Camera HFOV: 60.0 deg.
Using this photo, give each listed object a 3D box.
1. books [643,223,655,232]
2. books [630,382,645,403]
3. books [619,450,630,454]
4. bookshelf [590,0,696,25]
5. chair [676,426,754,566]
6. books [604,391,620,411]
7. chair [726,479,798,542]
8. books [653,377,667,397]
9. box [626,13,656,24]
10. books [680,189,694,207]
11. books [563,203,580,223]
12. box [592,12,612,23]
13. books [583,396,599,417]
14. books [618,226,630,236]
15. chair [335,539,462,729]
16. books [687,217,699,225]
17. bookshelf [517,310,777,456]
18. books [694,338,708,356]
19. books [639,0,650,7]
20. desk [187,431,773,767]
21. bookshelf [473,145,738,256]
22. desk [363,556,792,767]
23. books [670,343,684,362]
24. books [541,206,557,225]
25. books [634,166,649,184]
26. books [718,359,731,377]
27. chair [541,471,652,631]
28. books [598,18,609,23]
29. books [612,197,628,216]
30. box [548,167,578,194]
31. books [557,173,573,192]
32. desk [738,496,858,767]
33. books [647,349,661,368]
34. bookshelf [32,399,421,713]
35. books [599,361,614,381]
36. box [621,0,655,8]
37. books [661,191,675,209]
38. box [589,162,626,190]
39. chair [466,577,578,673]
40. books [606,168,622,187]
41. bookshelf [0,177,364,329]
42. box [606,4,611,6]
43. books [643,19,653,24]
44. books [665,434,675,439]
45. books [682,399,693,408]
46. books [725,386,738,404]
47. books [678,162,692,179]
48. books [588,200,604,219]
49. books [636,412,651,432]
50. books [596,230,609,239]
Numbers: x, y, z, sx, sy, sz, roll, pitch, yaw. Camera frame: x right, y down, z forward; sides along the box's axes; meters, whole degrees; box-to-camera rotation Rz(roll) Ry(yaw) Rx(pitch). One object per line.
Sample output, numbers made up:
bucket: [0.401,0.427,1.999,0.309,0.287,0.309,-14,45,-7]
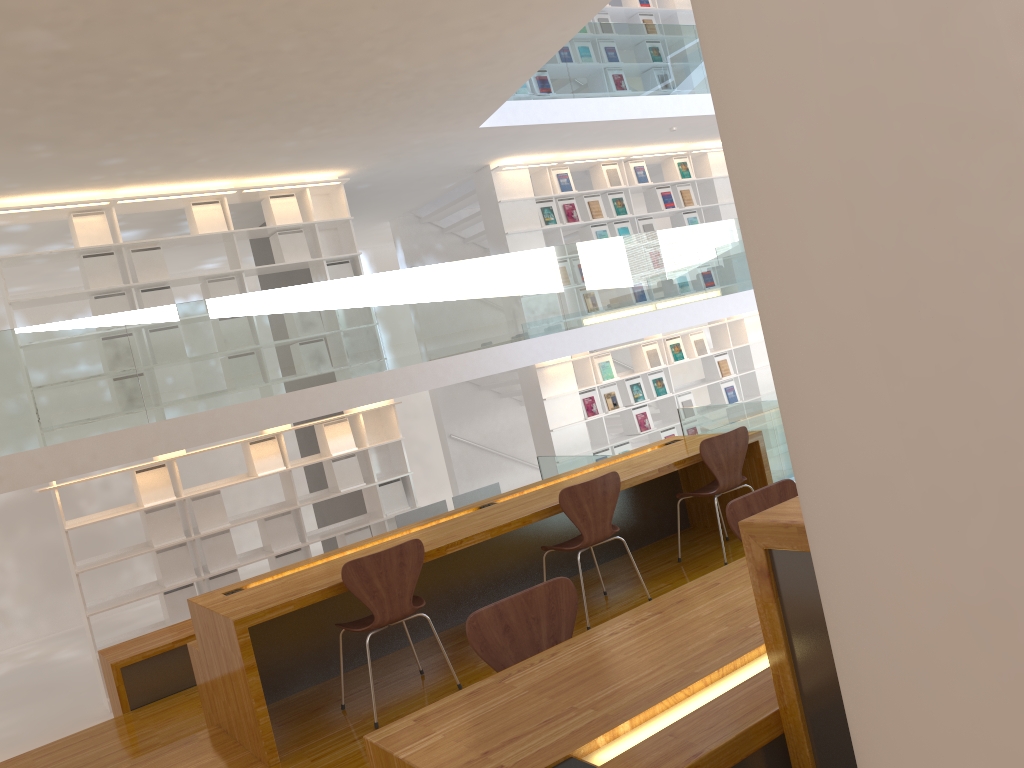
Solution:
books: [1.576,-1.722,10.113,0.145,0.210,0.037,-14,2,-33]
books: [1.387,0.097,9.789,0.145,0.210,0.037,-14,2,-33]
books: [1.247,0.832,9.609,0.145,0.210,0.037,-14,2,-33]
bookshelf: [0.947,-3.704,10.050,3.666,1.836,0.498,-14,2,-33]
chair: [1.145,0.620,5.021,0.428,0.693,0.381,-14,2,-33]
books: [1.083,0.197,9.589,0.145,0.210,0.037,-14,2,-33]
chair: [1.071,0.708,3.104,0.428,0.693,0.381,-14,2,-33]
books: [1.665,0.038,9.972,0.145,0.210,0.037,-14,2,-33]
box: [1.567,-4.215,10.516,0.245,0.296,0.274,-14,2,-33]
books: [2.075,-2.197,10.496,0.145,0.210,0.037,-14,2,-33]
books: [0.636,-1.833,9.514,0.145,0.210,0.037,-14,2,-33]
box: [0.994,-4.069,10.125,0.245,0.296,0.274,-14,2,-33]
books: [0.838,0.244,9.412,0.145,0.210,0.037,-14,2,-33]
books: [1.266,-1.651,9.906,0.145,0.210,0.037,-14,2,-33]
chair: [-0.565,1.053,3.900,0.428,0.693,0.381,-14,2,-33]
books: [2.164,-1.876,10.514,0.145,0.210,0.037,-14,2,-33]
bookshelf: [1.835,0.303,10.239,3.666,1.836,0.397,-14,2,-33]
books: [2.215,-0.421,10.384,0.145,0.210,0.037,-14,2,-33]
books: [1.550,-4.491,10.411,0.145,0.210,0.037,-14,2,-33]
desk: [-0.036,1.104,4.927,3.236,0.918,1.285,-14,2,-33]
bookshelf: [1.404,-1.710,10.123,3.666,1.836,0.498,-14,2,-33]
desk: [1.218,0.742,2.611,3.185,0.606,0.760,-14,2,-33]
books: [1.897,-0.361,10.169,0.145,0.210,0.037,-14,2,-33]
books: [0.390,-1.766,9.347,0.145,0.210,0.037,-14,2,-33]
books: [1.478,-2.387,10.123,0.145,0.210,0.037,-14,2,-33]
books: [2.534,-0.182,10.568,0.145,0.210,0.037,-14,2,-33]
chair: [0.360,0.820,4.485,0.428,0.693,0.381,-14,2,-33]
books: [1.060,-4.040,10.037,0.145,0.210,0.037,-14,2,-33]
books: [1.206,-1.976,9.899,0.145,0.210,0.037,-14,2,-33]
box: [0.503,-2.174,9.590,0.245,0.296,0.274,-14,2,-33]
books: [0.566,-2.155,9.501,0.145,0.210,0.037,-14,2,-33]
desk: [1.665,0.326,0.558,0.760,0.606,3.185,-14,2,-33]
books: [1.597,-0.285,9.964,0.145,0.210,0.037,-14,2,-33]
bookshelf: [-2.151,1.317,7.454,2.984,1.836,0.498,-14,2,-33]
books: [1.022,-0.139,9.572,0.145,0.210,0.037,-14,2,-33]
box: [1.488,-4.534,10.500,0.245,0.296,0.274,-14,2,-33]
books: [1.819,-2.135,10.322,0.145,0.210,0.037,-14,2,-33]
box: [1.077,-2.320,9.982,0.245,0.296,0.274,-14,2,-33]
chair: [0.187,0.934,2.454,0.428,0.693,0.381,-14,2,-33]
books: [1.138,-2.299,9.892,0.145,0.210,0.037,-14,2,-33]
bookshelf: [-2.610,-0.691,7.380,2.984,1.836,0.498,-14,2,-33]
box: [0.923,-4.390,10.114,0.245,0.296,0.274,-14,2,-33]
books: [1.620,-4.184,10.423,0.145,0.210,0.037,-14,2,-33]
books: [1.806,0.680,9.995,0.145,0.210,0.037,-14,2,-33]
books: [2.035,0.292,10.185,0.145,0.210,0.037,-14,2,-33]
books: [2.622,0.133,10.587,0.145,0.210,0.037,-14,2,-33]
books: [2.044,-2.529,10.510,0.145,0.210,0.037,-14,2,-33]
books: [0.917,-1.903,9.706,0.145,0.210,0.037,-14,2,-33]
books: [1.454,0.424,9.794,0.145,0.210,0.037,-14,2,-33]
books: [1.006,-1.582,9.724,0.145,0.210,0.037,-14,2,-33]
